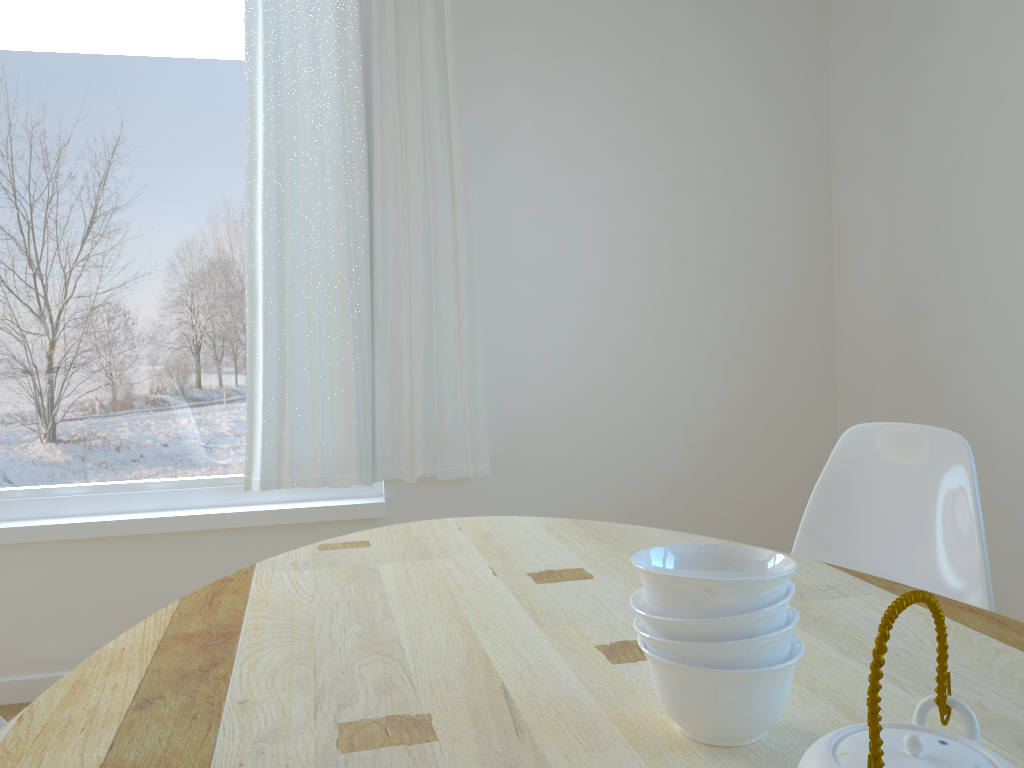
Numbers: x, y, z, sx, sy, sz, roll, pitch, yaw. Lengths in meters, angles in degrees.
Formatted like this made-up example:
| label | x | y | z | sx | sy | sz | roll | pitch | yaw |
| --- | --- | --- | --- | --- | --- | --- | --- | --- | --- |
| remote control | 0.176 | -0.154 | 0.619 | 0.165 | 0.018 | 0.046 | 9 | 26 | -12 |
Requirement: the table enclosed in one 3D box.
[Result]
| label | x | y | z | sx | sy | sz | roll | pitch | yaw |
| --- | --- | --- | --- | --- | --- | --- | --- | --- | --- |
| table | 0.134 | 0.693 | 0.717 | 1.194 | 0.724 | 2.193 | -2 | 3 | -14 |

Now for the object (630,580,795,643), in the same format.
| label | x | y | z | sx | sy | sz | roll | pitch | yaw |
| --- | --- | --- | --- | --- | --- | --- | --- | --- | --- |
| object | 0.187 | 0.233 | 0.829 | 0.150 | 0.095 | 0.152 | -1 | 3 | 4 |

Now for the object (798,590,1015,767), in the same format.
| label | x | y | z | sx | sy | sz | roll | pitch | yaw |
| --- | --- | --- | --- | --- | --- | --- | --- | --- | --- |
| object | 0.232 | 0.233 | 0.539 | 0.177 | 0.211 | 0.147 | -2 | 1 | -14 |

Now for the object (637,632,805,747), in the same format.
| label | x | y | z | sx | sy | sz | roll | pitch | yaw |
| --- | --- | --- | --- | --- | --- | --- | --- | --- | --- |
| object | 0.194 | 0.280 | 0.827 | 0.152 | 0.082 | 0.152 | 0 | 3 | 26 |

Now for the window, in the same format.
| label | x | y | z | sx | sy | sz | roll | pitch | yaw |
| --- | --- | --- | --- | --- | --- | --- | --- | --- | --- |
| window | -1.800 | -0.528 | 2.750 | 2.727 | 1.918 | 0.088 | -2 | 0 | -13 |

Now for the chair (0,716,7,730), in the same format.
| label | x | y | z | sx | sy | sz | roll | pitch | yaw |
| --- | --- | --- | --- | --- | --- | --- | --- | --- | --- |
| chair | -0.718 | 0.598 | 1.178 | 0.523 | 0.901 | 0.430 | -1 | 1 | 7 |

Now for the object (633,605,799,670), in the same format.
| label | x | y | z | sx | sy | sz | roll | pitch | yaw |
| --- | --- | --- | --- | --- | --- | --- | --- | --- | --- |
| object | 0.191 | 0.257 | 0.829 | 0.151 | 0.093 | 0.152 | 0 | 3 | 26 |

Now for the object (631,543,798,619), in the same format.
| label | x | y | z | sx | sy | sz | roll | pitch | yaw |
| --- | --- | --- | --- | --- | --- | --- | --- | --- | --- |
| object | 0.189 | 0.205 | 0.830 | 0.152 | 0.087 | 0.152 | -1 | 3 | 15 |

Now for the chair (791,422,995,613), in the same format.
| label | x | y | z | sx | sy | sz | roll | pitch | yaw |
| --- | --- | --- | --- | --- | --- | --- | --- | --- | --- |
| chair | 0.580 | 0.541 | 1.582 | 0.523 | 0.901 | 0.430 | -2 | 1 | -38 |

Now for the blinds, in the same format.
| label | x | y | z | sx | sy | sz | roll | pitch | yaw |
| --- | --- | --- | --- | --- | --- | --- | --- | --- | --- |
| blinds | -0.479 | -0.749 | 2.857 | 0.795 | 2.159 | 0.150 | -1 | 0 | -13 |
